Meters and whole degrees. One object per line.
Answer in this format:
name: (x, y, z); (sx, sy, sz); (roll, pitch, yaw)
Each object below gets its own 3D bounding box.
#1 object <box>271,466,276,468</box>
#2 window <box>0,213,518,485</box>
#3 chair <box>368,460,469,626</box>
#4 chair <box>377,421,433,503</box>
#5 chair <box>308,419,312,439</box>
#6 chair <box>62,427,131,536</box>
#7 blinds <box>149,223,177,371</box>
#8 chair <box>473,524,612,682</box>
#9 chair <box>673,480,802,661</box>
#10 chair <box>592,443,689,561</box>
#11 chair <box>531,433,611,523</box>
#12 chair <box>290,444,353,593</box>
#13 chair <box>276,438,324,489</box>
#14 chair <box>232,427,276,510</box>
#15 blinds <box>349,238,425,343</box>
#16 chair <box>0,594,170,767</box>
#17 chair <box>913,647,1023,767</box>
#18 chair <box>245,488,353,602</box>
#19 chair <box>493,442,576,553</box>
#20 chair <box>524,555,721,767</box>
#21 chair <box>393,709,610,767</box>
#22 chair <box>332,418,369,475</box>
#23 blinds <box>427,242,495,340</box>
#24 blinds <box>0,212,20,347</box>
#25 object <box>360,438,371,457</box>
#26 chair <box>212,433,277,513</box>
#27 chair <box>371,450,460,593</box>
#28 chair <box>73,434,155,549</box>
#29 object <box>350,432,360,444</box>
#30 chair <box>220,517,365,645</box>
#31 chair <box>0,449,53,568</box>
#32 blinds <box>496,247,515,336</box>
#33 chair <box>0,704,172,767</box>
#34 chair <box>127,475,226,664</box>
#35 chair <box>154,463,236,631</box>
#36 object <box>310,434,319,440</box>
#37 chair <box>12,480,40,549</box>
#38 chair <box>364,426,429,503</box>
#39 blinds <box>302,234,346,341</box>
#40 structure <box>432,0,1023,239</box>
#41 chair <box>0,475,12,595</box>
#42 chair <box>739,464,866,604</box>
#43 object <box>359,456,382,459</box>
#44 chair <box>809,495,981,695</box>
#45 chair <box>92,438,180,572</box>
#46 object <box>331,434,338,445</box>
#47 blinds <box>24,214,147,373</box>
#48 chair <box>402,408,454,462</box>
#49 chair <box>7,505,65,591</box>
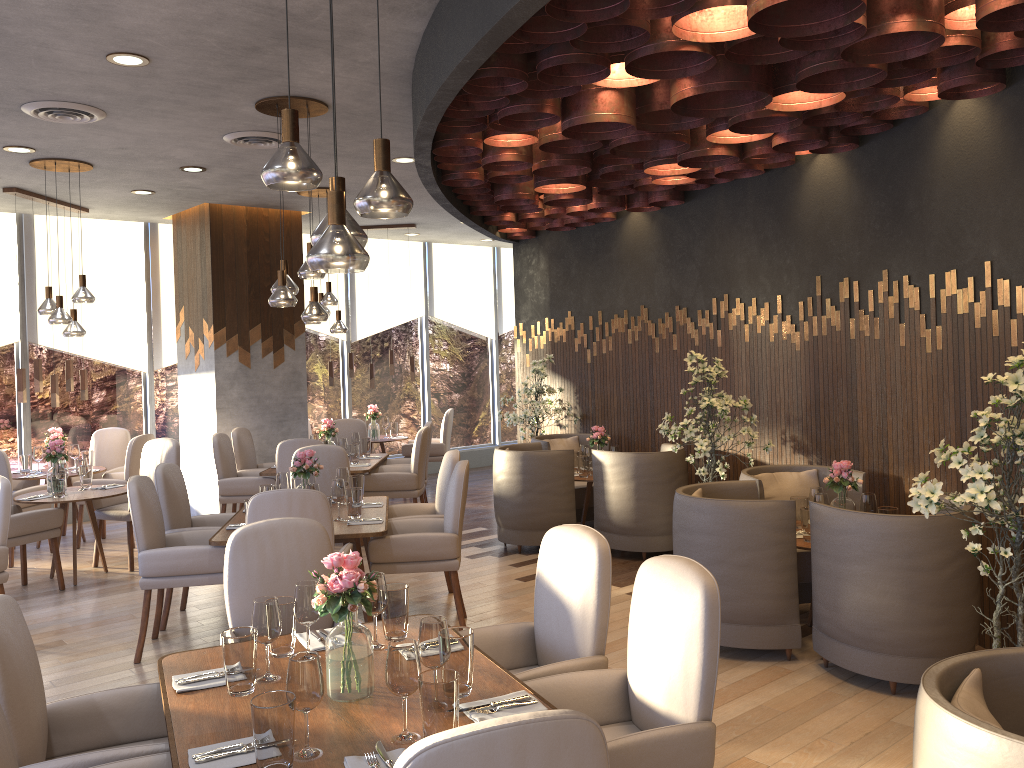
object: (-2.044, 0.742, 8.030); (0.255, 0.019, 0.157); (-2, 2, 2)
window: (-3.866, -0.310, 6.246); (8.059, 3.198, 16.130); (-2, 2, 4)
chair: (-0.538, 0.966, 5.267); (0.600, 1.000, 0.528); (-2, 1, -5)
chair: (-1.049, 0.870, 8.537); (0.600, 1.000, 0.528); (-2, 1, -5)
chair: (-2.264, 0.837, 10.613); (0.600, 1.000, 0.528); (-2, 1, 2)
chair: (-4.125, 0.957, 8.845); (0.528, 1.000, 0.600); (-2, 1, 6)
blinds: (-3.563, -1.506, 10.196); (1.174, 2.680, 0.007); (-2, 0, -41)
chair: (0.027, 1.024, 3.061); (0.600, 1.000, 0.528); (-2, 1, -29)
chair: (1.192, 1.004, 4.880); (0.595, 0.837, 0.774); (-2, 1, -1)
chair: (1.088, 0.932, 7.062); (0.774, 0.837, 0.595); (-2, 1, -26)
chair: (0.492, 0.908, 8.307); (0.774, 0.837, 0.595); (-2, 1, -31)
chair: (-1.360, 0.957, 6.296); (0.528, 1.000, 0.600); (-2, 1, -10)
chair: (-1.681, 0.928, 7.423); (0.528, 1.000, 0.600); (-2, 1, 2)
chair: (-2.353, 0.911, 8.537); (0.599, 1.000, 0.528); (-2, 1, 2)
blinds: (-1.675, -1.894, 11.841); (1.174, 2.680, 0.007); (-2, 0, -41)
chair: (-1.173, 1.081, 2.524); (0.600, 1.000, 0.528); (-2, 1, -22)
chair: (1.211, 1.105, 1.943); (0.595, 0.837, 0.774); (-2, 1, 9)
chair: (-1.115, 1.006, 4.645); (0.528, 1.000, 0.600); (-2, 1, -5)
chair: (0.144, 0.949, 7.444); (0.595, 0.837, 0.774); (-2, 1, -21)
chair: (0.276, 1.034, 2.549); (0.600, 1.000, 0.528); (-2, 1, -22)
chair: (-0.095, 1.072, 1.787); (0.528, 1.000, 0.599); (-2, 1, -22)
chair: (-1.710, 0.872, 9.077); (0.528, 1.000, 0.600); (-2, 1, -3)
blinds: (-0.733, -1.953, 12.659); (1.174, 2.680, 0.007); (-2, 0, -41)
blinds: (-5.446, -1.379, 8.562); (1.174, 2.680, 0.007); (-2, 0, -41)
object: (-1.430, 0.620, 8.676); (0.102, 0.178, 0.102); (-2, 1, 29)
chair: (-2.356, 0.931, 7.971); (0.600, 1.000, 0.528); (-2, 1, -3)
chair: (-0.628, 0.950, 5.830); (0.600, 1.000, 0.528); (-2, 1, -12)
chair: (-3.616, 0.965, 8.142); (0.599, 1.000, 0.528); (-2, 1, 6)
object: (-1.522, 0.593, 8.614); (0.092, 0.244, 0.092); (-1, 0, 45)
chair: (-0.802, 1.042, 3.301); (0.528, 1.000, 0.599); (-2, 1, -27)
chair: (-4.310, 1.007, 7.567); (0.528, 1.000, 0.600); (-2, 1, 9)
blinds: (0.207, -2.077, 13.477); (1.174, 2.680, 0.007); (-2, 0, -41)
chair: (-0.945, 1.092, 2.007); (0.600, 1.000, 0.528); (-2, 1, -27)
chair: (-1.865, 1.014, 5.103); (0.600, 1.000, 0.528); (-2, 1, -10)
chair: (-1.932, 0.997, 5.665); (0.600, 1.000, 0.528); (-2, 1, -5)
object: (-1.894, 0.608, 8.506); (0.092, 0.244, 0.092); (-2, 0, 27)
chair: (-4.807, 0.999, 8.246); (0.599, 1.000, 0.528); (-2, 1, 2)
chair: (-1.031, 0.889, 7.967); (0.599, 1.000, 0.528); (-2, 1, 3)
blinds: (-2.619, -1.859, 11.024); (1.174, 2.680, 0.007); (-2, 0, -41)
structure: (0.966, -1.633, 4.845); (2.755, 0.556, 9.456); (-2, 2, -11)
chair: (-3.217, 1.059, 5.061); (0.528, 1.000, 0.600); (-2, 1, 30)
chair: (1.771, 0.961, 5.595); (0.774, 0.837, 0.595); (-2, 1, -11)
object: (-1.386, 0.704, 8.515); (0.255, 0.019, 0.157); (-2, 2, 3)
chair: (1.898, 1.003, 4.273); (0.774, 0.837, 0.595); (-2, 1, -6)
chair: (-3.093, 0.975, 7.366); (0.528, 1.000, 0.600); (-2, 1, 26)
object: (-1.741, 0.599, 8.628); (0.092, 0.244, 0.092); (-2, 0, -21)
blinds: (-4.504, -1.430, 9.379); (1.174, 2.680, 0.007); (-2, 0, -41)
chair: (-0.981, 0.798, 10.545); (0.599, 1.000, 0.528); (-2, 1, 2)
chair: (-3.619, 1.028, 6.331); (0.528, 1.000, 0.600); (-2, 1, 25)
